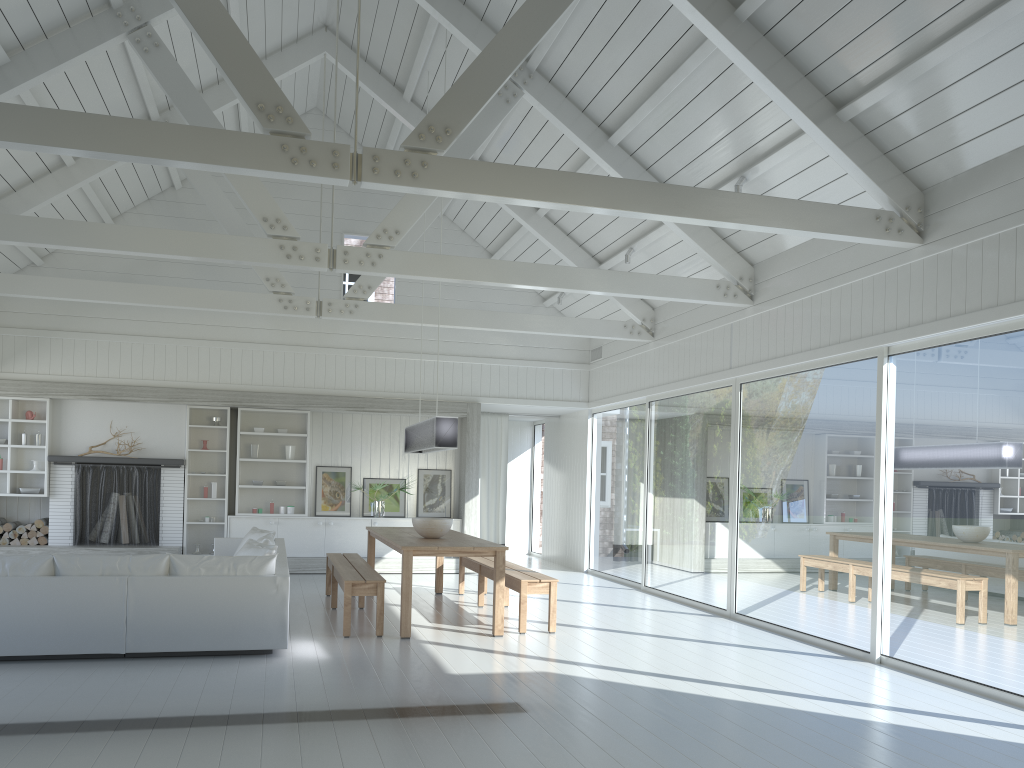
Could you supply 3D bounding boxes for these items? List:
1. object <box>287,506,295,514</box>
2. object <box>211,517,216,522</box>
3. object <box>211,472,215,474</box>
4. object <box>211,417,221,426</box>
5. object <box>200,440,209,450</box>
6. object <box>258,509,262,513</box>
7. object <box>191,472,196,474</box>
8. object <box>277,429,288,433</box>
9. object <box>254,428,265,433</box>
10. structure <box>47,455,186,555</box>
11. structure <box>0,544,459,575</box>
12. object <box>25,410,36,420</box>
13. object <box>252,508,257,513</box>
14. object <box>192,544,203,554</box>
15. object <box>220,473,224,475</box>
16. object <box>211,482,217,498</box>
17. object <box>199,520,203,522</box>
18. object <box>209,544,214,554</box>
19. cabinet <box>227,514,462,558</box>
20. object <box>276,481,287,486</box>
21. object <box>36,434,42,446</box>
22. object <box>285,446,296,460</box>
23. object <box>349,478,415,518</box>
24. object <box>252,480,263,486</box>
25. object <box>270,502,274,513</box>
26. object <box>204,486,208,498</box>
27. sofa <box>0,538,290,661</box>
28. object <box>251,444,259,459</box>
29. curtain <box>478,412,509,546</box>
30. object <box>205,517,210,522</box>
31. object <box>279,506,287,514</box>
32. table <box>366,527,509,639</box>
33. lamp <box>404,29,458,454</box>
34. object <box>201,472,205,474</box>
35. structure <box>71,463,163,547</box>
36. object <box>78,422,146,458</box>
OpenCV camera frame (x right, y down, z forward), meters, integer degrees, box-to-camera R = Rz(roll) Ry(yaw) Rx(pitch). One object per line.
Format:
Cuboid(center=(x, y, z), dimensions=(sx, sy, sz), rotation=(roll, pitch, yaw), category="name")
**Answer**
Cuboid(center=(-3.030, 1.723, 12.077), dimensions=(0.085, 0.111, 0.085), rotation=(1, -3, 20), category="object")
Cuboid(center=(-4.015, 1.823, 11.845), dimensions=(0.058, 0.061, 0.057), rotation=(2, -3, -15), category="object")
Cuboid(center=(-4.030, 1.203, 11.875), dimensions=(0.054, 0.025, 0.054), rotation=(3, -5, -15), category="object")
Cuboid(center=(-3.964, 0.509, 11.820), dimensions=(0.161, 0.124, 0.162), rotation=(0, -4, 18), category="object")
Cuboid(center=(-4.113, 0.821, 11.810), dimensions=(0.137, 0.130, 0.137), rotation=(0, -4, 28), category="object")
Cuboid(center=(-3.435, 1.729, 12.010), dimensions=(0.058, 0.061, 0.057), rotation=(4, -4, -37), category="object")
Cuboid(center=(-4.231, 1.179, 11.709), dimensions=(0.054, 0.025, 0.054), rotation=(3, -5, -15), category="object")
Cuboid(center=(-3.176, 0.663, 12.203), dimensions=(0.141, 0.066, 0.142), rotation=(3, -5, -15), category="object")
Cuboid(center=(-3.437, 0.632, 11.986), dimensions=(0.141, 0.066, 0.142), rotation=(3, -5, -15), category="object")
Cuboid(center=(-5.166, 1.620, 11.657), dimensions=(1.618, 1.285, 0.860), rotation=(3, -2, -15), category="structure")
Cuboid(center=(-3.939, 2.393, 12.299), dimensions=(6.355, 0.346, 1.887), rotation=(3, -6, -15), category="structure")
Cuboid(center=(-6.100, 0.398, 11.163), dimensions=(0.231, 0.127, 0.059), rotation=(-1, -2, 30), category="object")
Cuboid(center=(-3.495, 1.718, 11.967), dimensions=(0.054, 0.071, 0.054), rotation=(3, -3, -36), category="object")
Cuboid(center=(-4.209, 2.203, 11.791), dimensions=(0.137, 0.130, 0.137), rotation=(0, -4, 28), category="object")
Cuboid(center=(-3.930, 1.215, 11.959), dimensions=(0.054, 0.025, 0.054), rotation=(3, -5, -15), category="object")
Cuboid(center=(-4.001, 1.427, 11.844), dimensions=(0.072, 0.211, 0.071), rotation=(2, -1, -15), category="object")
Cuboid(center=(-4.162, 1.833, 11.807), dimensions=(0.054, 0.025, 0.054), rotation=(3, -5, -15), category="object")
Cuboid(center=(-3.997, 2.215, 11.848), dimensions=(0.137, 0.130, 0.137), rotation=(0, -4, 28), category="object")
Cuboid(center=(-2.326, 2.143, 12.415), dimensions=(3.184, 0.550, 0.655), rotation=(3, -4, -15), category="cabinet")
Cuboid(center=(-3.194, 1.377, 12.202), dimensions=(0.141, 0.066, 0.142), rotation=(3, -5, -15), category="object")
Cuboid(center=(-6.010, 0.689, 11.199), dimensions=(0.054, 0.196, 0.054), rotation=(2, -1, -14), category="object")
Cuboid(center=(-3.040, 0.945, 12.094), dimensions=(0.102, 0.196, 0.103), rotation=(1, -2, 30), category="object")
Cuboid(center=(-1.780, 1.547, 12.246), dimensions=(0.972, 0.629, 0.623), rotation=(3, -3, -17), category="object")
Cuboid(center=(-3.456, 1.346, 11.985), dimensions=(0.141, 0.066, 0.142), rotation=(3, -5, -15), category="object")
Cuboid(center=(-3.279, 1.670, 12.041), dimensions=(0.054, 0.196, 0.054), rotation=(2, -1, -16), category="object")
Cuboid(center=(-4.105, 1.429, 11.818), dimensions=(0.054, 0.196, 0.054), rotation=(2, -1, -16), category="object")
Cuboid(center=(-3.825, 1.719, 7.927), dimensions=(3.480, 0.737, 4.146), rotation=(3, -6, -15), category="sofa")
Cuboid(center=(-3.493, 0.920, 11.973), dimensions=(0.103, 0.196, 0.103), rotation=(2, -1, -15), category="object")
Cuboid(center=(-0.551, 1.617, 13.941), dimensions=(1.007, 2.369, 0.116), rotation=(2, 0, -15), category="curtain")
Cuboid(center=(-4.087, 1.813, 11.827), dimensions=(0.054, 0.071, 0.054), rotation=(2, -3, -16), category="object")
Cuboid(center=(-3.140, 1.733, 12.118), dimensions=(0.091, 0.095, 0.090), rotation=(0, -3, 19), category="object")
Cuboid(center=(-0.855, 1.880, 8.728), dimensions=(0.907, 0.761, 2.957), rotation=(2, -6, -15), category="table")
Cuboid(center=(-0.771, -1.456, 8.678), dimensions=(0.200, 4.240, 1.908), rotation=(1, -1, -15), category="lamp")
Cuboid(center=(-4.130, 1.191, 11.792), dimensions=(0.054, 0.025, 0.054), rotation=(3, -5, -15), category="object")
Cuboid(center=(-5.073, 1.561, 11.315), dimensions=(1.099, 1.063, 0.116), rotation=(2, 0, -15), category="structure")
Cuboid(center=(-5.070, 0.706, 11.306), dimensions=(0.457, 0.502, 0.786), rotation=(-1, -5, 45), category="object")
